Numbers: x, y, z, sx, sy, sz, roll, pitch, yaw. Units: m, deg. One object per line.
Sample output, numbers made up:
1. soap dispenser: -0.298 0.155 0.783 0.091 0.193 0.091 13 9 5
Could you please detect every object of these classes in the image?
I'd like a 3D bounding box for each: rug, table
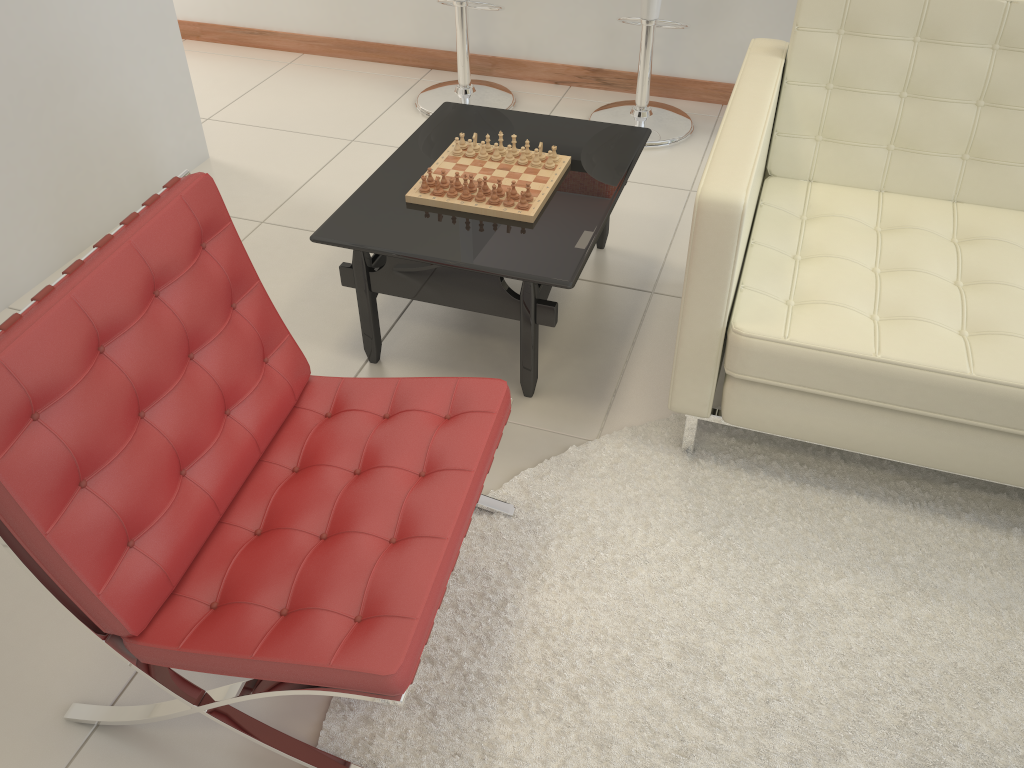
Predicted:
1. rug: 1.265 0.862 1.361 3.338 0.004 2.505 13 41 16
2. table: -0.039 -0.425 2.626 0.703 0.410 0.940 12 41 15

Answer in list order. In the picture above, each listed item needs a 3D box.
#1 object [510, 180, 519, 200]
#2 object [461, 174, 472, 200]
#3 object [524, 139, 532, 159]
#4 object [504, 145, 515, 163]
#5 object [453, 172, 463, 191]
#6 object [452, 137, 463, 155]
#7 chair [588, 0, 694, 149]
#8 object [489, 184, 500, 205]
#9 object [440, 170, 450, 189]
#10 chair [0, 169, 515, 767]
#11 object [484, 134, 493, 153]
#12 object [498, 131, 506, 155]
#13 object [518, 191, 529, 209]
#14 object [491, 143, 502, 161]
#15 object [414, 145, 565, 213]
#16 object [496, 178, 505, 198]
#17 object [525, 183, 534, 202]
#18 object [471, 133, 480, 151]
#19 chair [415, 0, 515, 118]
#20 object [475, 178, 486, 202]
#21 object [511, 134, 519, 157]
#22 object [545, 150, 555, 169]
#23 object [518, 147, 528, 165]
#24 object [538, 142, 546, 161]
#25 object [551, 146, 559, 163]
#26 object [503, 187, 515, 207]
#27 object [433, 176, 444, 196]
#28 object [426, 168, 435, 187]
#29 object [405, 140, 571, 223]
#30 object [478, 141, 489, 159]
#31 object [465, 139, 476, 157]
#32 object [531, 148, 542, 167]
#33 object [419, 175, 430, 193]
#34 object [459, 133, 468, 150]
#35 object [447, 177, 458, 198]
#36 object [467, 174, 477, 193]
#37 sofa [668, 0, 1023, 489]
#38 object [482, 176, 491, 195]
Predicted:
1. object: 0.004 -0.516 2.345 0.030 0.048 0.030 17 42 20
2. object: -0.122 -0.523 2.341 0.030 0.067 0.030 17 42 20
3. object: 0.044 -0.675 2.535 0.030 0.053 0.030 17 42 20
4. object: -0.007 -0.656 2.516 0.030 0.048 0.030 17 42 20
5. object: -0.147 -0.549 2.387 0.030 0.048 0.030 17 42 20
6. object: -0.158 -0.689 2.558 0.030 0.048 0.030 17 42 20
7. chair: 0.539 -1.471 3.441 0.460 0.992 0.475 19 43 23
8. object: -0.046 -0.501 2.324 0.030 0.053 0.030 17 42 20
9. object: -0.185 -0.557 2.397 0.030 0.048 0.030 17 42 20
10. chair: -0.420 0.155 1.623 0.707 0.794 0.719 8 40 11
11. object: -0.070 -0.700 2.566 0.030 0.053 0.030 17 42 20
12. object: -0.032 -0.697 2.551 0.030 0.067 0.030 17 42 20
13. object: 0.029 -0.481 2.307 0.030 0.043 0.030 17 42 20
14. object: -0.045 -0.665 2.527 0.030 0.048 0.030 17 42 20
15. object: -0.058 -0.581 2.461 0.347 0.001 0.358 12 41 15
16. object: -0.033 -0.524 2.356 0.030 0.048 0.030 17 42 20
17. object: 0.042 -0.508 2.335 0.030 0.048 0.030 17 42 20
18. object: -0.108 -0.707 2.577 0.030 0.051 0.031 7 39 9
19. chair: -0.212 -1.634 3.648 0.460 0.992 0.475 19 43 23
20. object: -0.084 -0.513 2.332 0.030 0.062 0.030 17 42 20
21. object: 0.006 -0.687 2.542 0.030 0.062 0.030 17 42 20
22. object: 0.107 -0.632 2.485 0.030 0.048 0.030 17 42 20
23. object: 0.031 -0.648 2.506 0.030 0.048 0.030 17 42 20
24. object: 0.082 -0.666 2.525 0.030 0.051 0.031 7 39 9
25. object: 0.120 -0.654 2.517 0.030 0.043 0.030 17 42 20
26. object: -0.008 -0.492 2.314 0.030 0.051 0.030 17 42 20
27. object: -0.198 -0.533 2.367 0.030 0.051 0.030 17 42 20
28. object: -0.223 -0.565 2.408 0.030 0.048 0.030 17 42 20
29. object: -0.058 -0.572 2.467 0.361 0.020 0.369 12 41 15
30. object: -0.083 -0.673 2.537 0.030 0.048 0.030 17 42 20
31. object: -0.120 -0.681 2.548 0.030 0.048 0.030 17 42 20
32. object: 0.069 -0.640 2.496 0.030 0.048 0.030 17 42 20
33. object: -0.236 -0.538 2.380 0.030 0.043 0.030 17 42 20
34. object: -0.145 -0.712 2.590 0.030 0.043 0.030 17 42 20
35. object: -0.160 -0.526 2.355 0.030 0.053 0.030 17 42 20
36. object: -0.109 -0.541 2.377 0.030 0.048 0.030 17 42 20
37. sofa: 1.730 -0.199 1.940 2.572 0.897 1.026 12 41 15
38. object: -0.071 -0.532 2.366 0.030 0.048 0.030 17 42 20
